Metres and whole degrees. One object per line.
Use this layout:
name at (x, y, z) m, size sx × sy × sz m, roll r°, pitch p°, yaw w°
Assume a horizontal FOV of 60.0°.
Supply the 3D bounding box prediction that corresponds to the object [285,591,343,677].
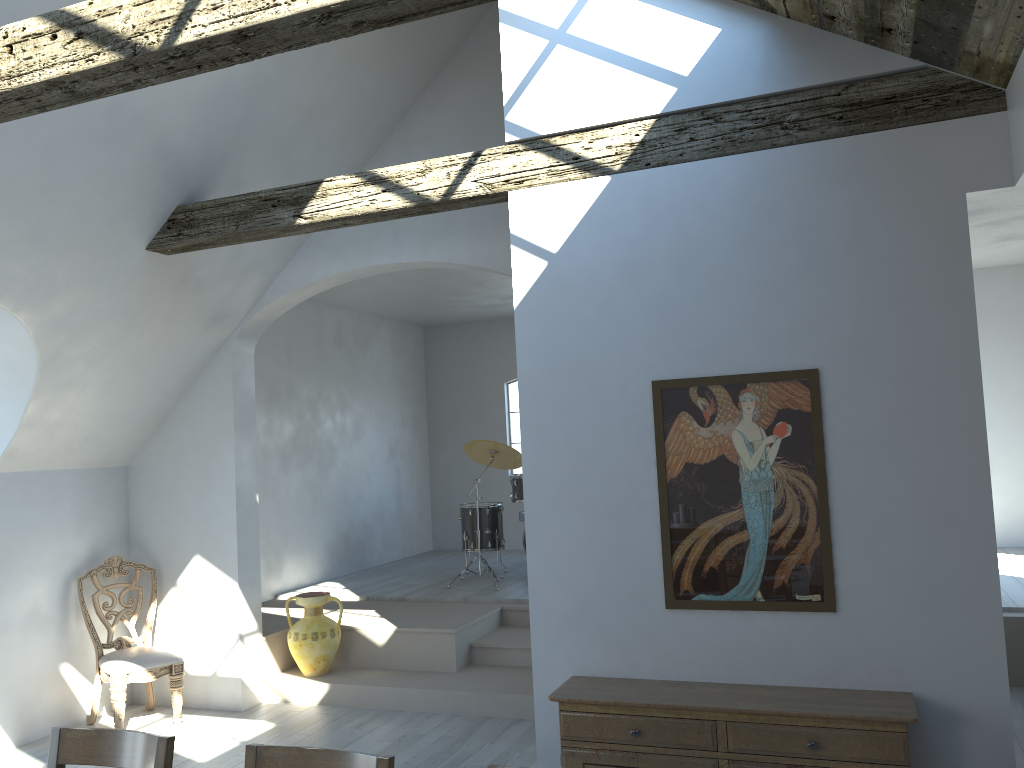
object at (-1.507, 1.910, 6.768) m, size 0.402 × 0.605 × 0.396 m, roll -1°, pitch -4°, yaw -22°

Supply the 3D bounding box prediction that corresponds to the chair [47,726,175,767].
chair at (-1.298, 1.554, 2.451) m, size 0.514 × 1.006 × 0.605 m, roll -4°, pitch -4°, yaw 21°

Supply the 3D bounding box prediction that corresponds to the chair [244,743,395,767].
chair at (-0.605, 1.500, 2.181) m, size 0.514 × 1.006 × 0.605 m, roll -4°, pitch -4°, yaw 21°

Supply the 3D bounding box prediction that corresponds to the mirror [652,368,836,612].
mirror at (1.019, 0.481, 3.961) m, size 0.736 × 1.047 × 0.009 m, roll -4°, pitch -4°, yaw 21°

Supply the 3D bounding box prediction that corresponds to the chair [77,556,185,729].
chair at (-2.697, 1.822, 6.296) m, size 0.552 × 1.159 × 0.655 m, roll 1°, pitch -6°, yaw -44°

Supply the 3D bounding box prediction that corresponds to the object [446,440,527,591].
object at (0.306, 1.241, 9.119) m, size 2.354 × 1.383 × 1.465 m, roll -1°, pitch -4°, yaw -24°

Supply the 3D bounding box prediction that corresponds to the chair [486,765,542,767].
chair at (0.088, 1.446, 1.912) m, size 0.514 × 1.006 × 0.605 m, roll -4°, pitch -4°, yaw 21°

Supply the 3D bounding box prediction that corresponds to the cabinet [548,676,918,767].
cabinet at (0.926, 1.678, 3.753) m, size 1.481 × 0.714 × 0.383 m, roll -4°, pitch -4°, yaw 21°
